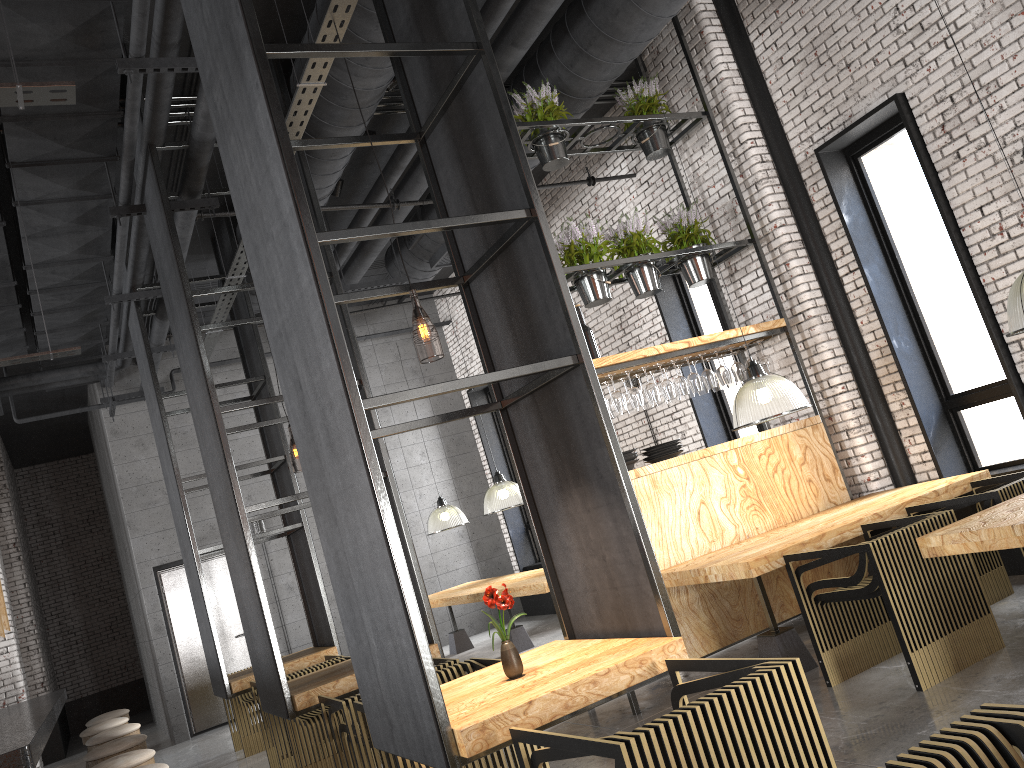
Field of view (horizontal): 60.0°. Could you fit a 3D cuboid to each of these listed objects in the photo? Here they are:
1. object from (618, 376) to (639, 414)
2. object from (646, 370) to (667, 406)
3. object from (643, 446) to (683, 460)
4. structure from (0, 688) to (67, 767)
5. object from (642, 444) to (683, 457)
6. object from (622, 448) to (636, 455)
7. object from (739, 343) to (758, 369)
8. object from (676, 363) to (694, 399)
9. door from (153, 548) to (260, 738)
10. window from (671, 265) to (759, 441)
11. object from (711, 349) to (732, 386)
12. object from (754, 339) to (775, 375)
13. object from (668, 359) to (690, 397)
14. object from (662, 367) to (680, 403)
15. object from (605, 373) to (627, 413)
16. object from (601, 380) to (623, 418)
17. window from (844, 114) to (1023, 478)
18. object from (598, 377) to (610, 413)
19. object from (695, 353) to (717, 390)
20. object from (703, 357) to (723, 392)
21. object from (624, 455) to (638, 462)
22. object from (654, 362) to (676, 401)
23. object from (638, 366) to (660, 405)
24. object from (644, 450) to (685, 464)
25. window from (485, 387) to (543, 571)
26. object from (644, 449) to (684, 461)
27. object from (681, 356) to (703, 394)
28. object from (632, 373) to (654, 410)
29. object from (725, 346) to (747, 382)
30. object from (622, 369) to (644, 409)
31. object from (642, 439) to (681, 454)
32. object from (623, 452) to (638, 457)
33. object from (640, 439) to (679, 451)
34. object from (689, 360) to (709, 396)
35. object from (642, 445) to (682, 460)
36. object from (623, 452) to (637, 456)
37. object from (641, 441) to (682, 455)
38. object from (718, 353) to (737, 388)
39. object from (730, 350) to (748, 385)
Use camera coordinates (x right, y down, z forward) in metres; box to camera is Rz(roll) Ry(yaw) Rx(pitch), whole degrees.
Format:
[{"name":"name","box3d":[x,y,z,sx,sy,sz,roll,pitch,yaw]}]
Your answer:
[{"name":"object","box3d":[0.865,0.083,6.589,0.101,0.268,0.100,-18,-10,8]},{"name":"object","box3d":[1.099,0.032,6.717,0.101,0.268,0.100,-18,-10,8]},{"name":"object","box3d":[1.092,0.513,6.384,0.306,0.044,0.304,-13,-10,-27]},{"name":"structure","box3d":[-4.641,2.755,4.522,4.318,1.538,5.848,-12,-10,-28]},{"name":"object","box3d":[1.085,0.491,6.388,0.305,0.042,0.305,-20,-9,19]},{"name":"object","box3d":[0.761,0.520,6.247,0.257,0.076,0.256,-18,-9,9]},{"name":"object","box3d":[1.829,-0.178,6.804,0.101,0.268,0.100,-17,-9,3]},{"name":"object","box3d":[1.328,-0.019,6.843,0.101,0.268,0.100,-18,-10,8]},{"name":"door","box3d":[-3.726,3.184,11.134,1.122,2.110,0.157,-12,-11,-28]},{"name":"window","box3d":[2.088,-0.013,8.394,0.365,2.707,0.745,-12,-11,-28]},{"name":"object","box3d":[1.574,-0.122,6.665,0.101,0.268,0.100,-17,-9,3]},{"name":"object","box3d":[1.956,-0.207,6.873,0.101,0.268,0.100,-17,-9,3]},{"name":"object","box3d":[1.217,-0.044,6.469,0.101,0.268,0.100,-18,-10,8]},{"name":"object","box3d":[1.209,0.007,6.778,0.101,0.268,0.100,-18,-10,8]},{"name":"object","box3d":[0.729,0.064,6.202,0.101,0.268,0.100,-18,-10,8]},{"name":"object","box3d":[0.737,0.111,6.520,0.101,0.268,0.100,-18,-10,8]},{"name":"window","box3d":[3.074,-0.639,6.334,0.365,2.707,0.745,-12,-11,-28]},{"name":"object","box3d":[0.602,0.092,6.133,0.101,0.268,0.100,-18,-10,8]},{"name":"object","box3d":[1.447,-0.094,6.595,0.101,0.268,0.100,-18,-10,8]},{"name":"object","box3d":[1.583,-0.075,6.982,0.101,0.268,0.100,-17,-9,3]},{"name":"object","box3d":[0.776,0.572,6.237,0.257,0.076,0.255,-12,-10,-28]},{"name":"object","box3d":[1.104,-0.019,6.407,0.101,0.268,0.100,-18,-10,8]},{"name":"object","box3d":[0.983,0.008,6.342,0.101,0.268,0.100,-18,-10,8]},{"name":"object","box3d":[1.099,0.538,6.380,0.305,0.035,0.305,-18,-9,9]},{"name":"window","box3d":[0.092,1.254,12.564,0.365,2.707,0.745,-12,-11,-28]},{"name":"object","box3d":[1.096,0.527,6.381,0.306,0.041,0.304,-15,-9,-11]},{"name":"object","box3d":[1.328,-0.068,6.530,0.101,0.268,0.100,-18,-10,8]},{"name":"object","box3d":[0.985,0.057,6.655,0.101,0.268,0.100,-18,-10,8]},{"name":"object","box3d":[1.701,-0.150,6.734,0.101,0.268,0.100,-17,-9,3]},{"name":"object","box3d":[0.856,0.036,6.272,0.101,0.268,0.100,-18,-10,8]},{"name":"object","box3d":[1.077,0.466,6.394,0.305,0.049,0.305,-17,-9,-3]},{"name":"object","box3d":[0.769,0.548,6.241,0.256,0.072,0.257,-23,-10,33]},{"name":"object","box3d":[1.073,0.453,6.397,0.306,0.040,0.304,-8,-12,-45]},{"name":"object","box3d":[1.456,-0.047,6.912,0.101,0.268,0.100,-17,-9,3]},{"name":"object","box3d":[1.088,0.505,6.385,0.305,0.046,0.305,-20,-9,19]},{"name":"object","box3d":[0.768,0.544,6.242,0.257,0.072,0.256,-12,-10,-28]},{"name":"object","box3d":[1.081,0.477,6.391,0.306,0.037,0.304,-13,-10,-27]},{"name":"object","box3d":[1.710,-0.103,7.051,0.101,0.268,0.100,-17,-9,3]},{"name":"object","box3d":[1.837,-0.131,7.121,0.101,0.268,0.100,-17,-9,3]}]
